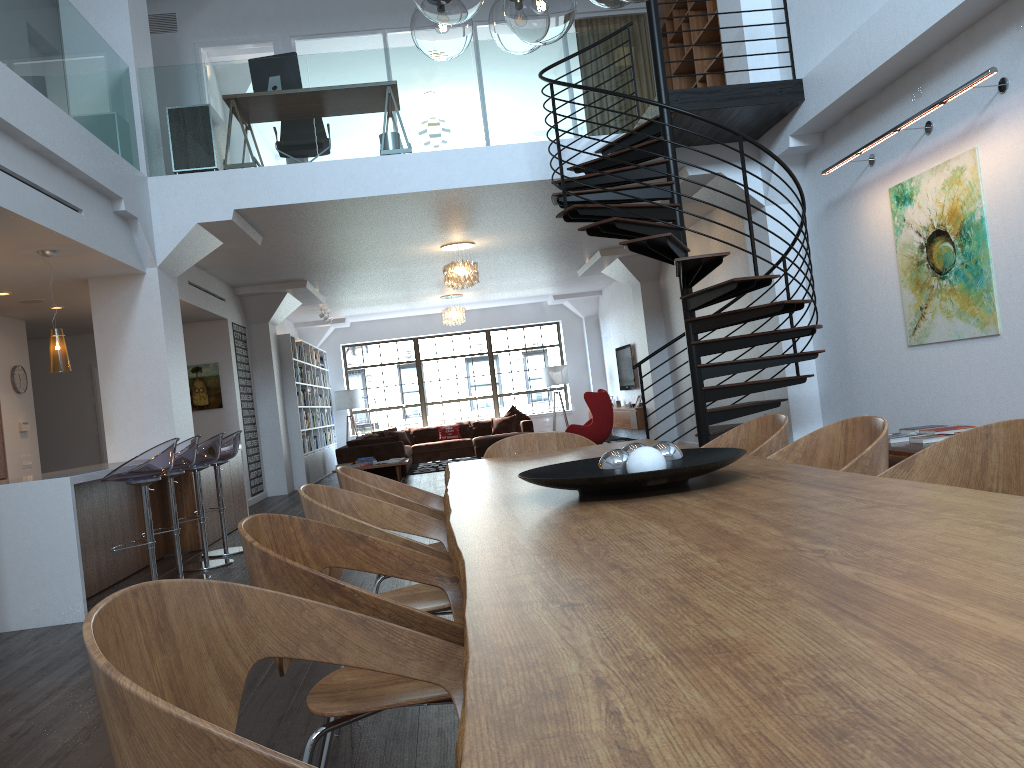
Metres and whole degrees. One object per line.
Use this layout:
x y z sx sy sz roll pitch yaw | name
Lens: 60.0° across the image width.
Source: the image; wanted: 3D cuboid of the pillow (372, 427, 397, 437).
-2.432 1.077 17.481 0.580 0.418 0.334 -6 -1 -32 | pillow

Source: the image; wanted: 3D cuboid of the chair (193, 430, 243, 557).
-2.476 0.922 7.509 0.481 1.014 0.530 -7 -1 -3 | chair

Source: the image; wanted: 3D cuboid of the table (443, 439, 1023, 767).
0.361 0.641 2.302 1.012 0.750 3.803 -7 -1 -5 | table

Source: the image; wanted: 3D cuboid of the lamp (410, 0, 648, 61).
0.000 -2.181 2.664 0.849 2.140 1.787 -7 -1 -6 | lamp

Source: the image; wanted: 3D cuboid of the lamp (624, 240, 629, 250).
1.521 -1.876 11.721 0.111 0.211 0.120 -7 -1 29 | lamp

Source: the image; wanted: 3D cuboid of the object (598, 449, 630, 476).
0.274 0.218 2.304 0.100 0.100 0.100 -7 -1 40 | object

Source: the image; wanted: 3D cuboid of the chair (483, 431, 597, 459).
0.194 0.650 4.221 0.629 0.833 0.618 -6 -1 -10 | chair

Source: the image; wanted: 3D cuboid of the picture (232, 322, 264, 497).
-3.675 0.353 12.377 0.021 2.380 0.800 -7 -1 -5 | picture

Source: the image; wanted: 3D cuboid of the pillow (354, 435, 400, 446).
-2.130 1.024 14.182 0.750 0.364 0.289 -7 -1 -6 | pillow

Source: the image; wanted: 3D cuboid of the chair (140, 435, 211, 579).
-2.387 0.891 6.245 0.481 1.014 0.530 -7 -1 -7 | chair

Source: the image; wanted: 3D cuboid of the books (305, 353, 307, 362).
-3.663 -0.440 15.508 0.139 0.191 0.036 -7 -1 -5 | books

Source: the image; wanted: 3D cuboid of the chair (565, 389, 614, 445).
1.186 0.602 13.686 0.801 1.006 0.798 -7 -1 20 | chair

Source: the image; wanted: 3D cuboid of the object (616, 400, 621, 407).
2.056 0.376 17.114 0.089 0.110 0.089 -7 -1 40 | object

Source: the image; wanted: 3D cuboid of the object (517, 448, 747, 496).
0.312 0.236 2.314 0.592 0.066 0.592 -8 -1 43 | object

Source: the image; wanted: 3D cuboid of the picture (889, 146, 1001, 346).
2.966 -0.896 6.152 0.010 1.200 1.095 -7 -1 -5 | picture

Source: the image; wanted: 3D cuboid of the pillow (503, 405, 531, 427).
0.015 0.712 17.784 0.651 0.587 0.335 -6 -1 -26 | pillow

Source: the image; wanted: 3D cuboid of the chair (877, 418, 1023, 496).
0.972 0.523 1.991 0.618 0.833 0.629 -7 -1 -5 | chair

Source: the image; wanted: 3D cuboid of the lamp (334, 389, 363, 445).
-3.310 0.913 18.289 0.545 1.579 0.545 -6 -1 -16 | lamp

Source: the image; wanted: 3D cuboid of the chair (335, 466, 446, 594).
-0.341 0.700 3.421 0.618 0.833 0.629 -7 -1 -7 | chair

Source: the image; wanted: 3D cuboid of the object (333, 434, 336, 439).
-3.744 1.082 17.936 0.331 0.088 0.410 -7 -1 -5 | object

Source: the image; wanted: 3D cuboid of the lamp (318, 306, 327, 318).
-3.323 -1.249 15.488 0.111 0.211 0.120 -7 -1 29 | lamp

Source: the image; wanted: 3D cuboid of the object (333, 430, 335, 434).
-3.762 0.996 17.936 0.316 0.088 0.410 -7 -1 -5 | object

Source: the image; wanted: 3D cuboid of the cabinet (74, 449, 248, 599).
-3.202 1.110 7.491 0.898 0.796 4.493 -7 -1 -5 | cabinet

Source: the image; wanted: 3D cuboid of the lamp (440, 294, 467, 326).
-1.067 -1.330 16.111 0.441 0.539 0.442 -7 -1 37 | lamp

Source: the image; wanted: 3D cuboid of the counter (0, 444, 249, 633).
-2.164 0.940 5.951 3.039 0.860 8.182 -6 -1 -34 | counter

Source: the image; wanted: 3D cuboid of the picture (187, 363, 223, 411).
-4.078 0.041 11.699 0.450 0.600 0.030 -7 -1 -5 | picture

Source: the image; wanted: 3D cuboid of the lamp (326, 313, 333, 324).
-3.407 -1.222 16.509 0.120 0.211 0.111 -6 -1 -31 | lamp

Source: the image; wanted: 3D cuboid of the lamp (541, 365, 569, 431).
0.968 0.417 18.554 0.545 1.579 0.545 -7 -1 6 | lamp

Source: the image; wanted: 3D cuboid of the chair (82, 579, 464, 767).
-0.166 0.642 1.117 0.618 0.833 0.629 -7 -1 -5 | chair

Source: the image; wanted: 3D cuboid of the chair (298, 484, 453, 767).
-0.294 0.682 2.642 0.618 0.833 0.629 -7 -1 -5 | chair

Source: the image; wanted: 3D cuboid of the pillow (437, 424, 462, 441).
-1.243 0.974 17.627 0.465 0.308 0.220 -7 -1 -9 | pillow

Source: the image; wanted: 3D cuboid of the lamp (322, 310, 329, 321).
-3.364 -1.236 15.992 0.111 0.211 0.120 -8 -1 44 | lamp

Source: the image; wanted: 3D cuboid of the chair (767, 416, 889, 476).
0.890 0.545 2.751 0.618 0.833 0.629 -7 -1 -3 | chair

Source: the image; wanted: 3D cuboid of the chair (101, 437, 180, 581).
-2.307 0.871 5.618 0.481 1.014 0.530 -7 -1 -3 | chair

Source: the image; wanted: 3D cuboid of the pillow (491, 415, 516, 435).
-0.166 0.813 17.601 0.542 0.362 0.248 -7 -1 16 | pillow

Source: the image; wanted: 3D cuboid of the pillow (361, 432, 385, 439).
-2.195 0.993 14.444 0.559 0.411 0.269 -7 -1 41 | pillow

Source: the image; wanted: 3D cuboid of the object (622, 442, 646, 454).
0.333 0.207 2.383 0.100 0.100 0.100 -7 -1 40 | object

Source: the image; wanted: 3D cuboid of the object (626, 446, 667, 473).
0.337 0.206 2.223 0.100 0.100 0.100 -7 -1 40 | object

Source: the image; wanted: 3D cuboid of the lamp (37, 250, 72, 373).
-2.694 -1.056 7.703 0.149 1.807 2.842 -7 -1 34 | lamp

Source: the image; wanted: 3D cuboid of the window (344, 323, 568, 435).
-1.188 -0.113 19.105 4.648 1.905 0.114 -7 -1 -5 | window

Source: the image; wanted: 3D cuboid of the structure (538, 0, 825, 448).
1.360 -1.209 7.193 1.998 4.352 1.998 -6 -1 -44 | structure

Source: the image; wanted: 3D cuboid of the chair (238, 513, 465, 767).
-0.230 0.662 1.882 0.618 0.833 0.629 -7 -1 -5 | chair

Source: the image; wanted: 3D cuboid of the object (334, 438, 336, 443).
-3.734 1.170 17.934 0.331 0.088 0.410 -7 -1 -5 | object

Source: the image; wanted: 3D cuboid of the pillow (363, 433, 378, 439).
-2.417 1.064 15.857 0.325 0.391 0.625 -7 -1 11 | pillow

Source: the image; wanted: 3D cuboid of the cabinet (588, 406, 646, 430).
2.027 0.599 16.404 0.459 0.350 4.501 -7 -1 -5 | cabinet

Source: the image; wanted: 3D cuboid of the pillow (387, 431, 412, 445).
-2.233 1.070 17.400 0.489 0.337 0.238 -6 -1 -35 | pillow

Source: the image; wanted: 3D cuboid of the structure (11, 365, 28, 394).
-5.283 -0.048 9.510 0.040 0.300 0.300 -7 -1 -5 | structure

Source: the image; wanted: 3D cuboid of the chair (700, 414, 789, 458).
0.832 0.563 3.516 0.617 0.830 0.629 -7 -1 -5 | chair

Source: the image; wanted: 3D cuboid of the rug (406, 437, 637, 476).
0.227 1.248 15.619 4.200 0.007 3.100 -7 -1 -3 | rug

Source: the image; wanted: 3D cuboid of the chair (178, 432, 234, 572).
-2.424 0.906 6.881 0.481 1.014 0.530 -7 -1 -7 | chair

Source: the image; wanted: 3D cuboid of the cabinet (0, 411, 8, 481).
-5.282 0.486 6.408 0.598 2.499 5.299 -7 -1 -5 | cabinet

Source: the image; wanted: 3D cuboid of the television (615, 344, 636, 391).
2.087 -0.293 16.368 0.013 0.816 1.324 -7 -1 -5 | television

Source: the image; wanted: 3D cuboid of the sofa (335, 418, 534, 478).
-1.195 1.089 16.016 3.481 0.664 4.197 -7 -1 -5 | sofa

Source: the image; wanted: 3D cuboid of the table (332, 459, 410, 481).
-2.096 1.350 13.388 1.100 0.271 0.853 -7 -1 -5 | table

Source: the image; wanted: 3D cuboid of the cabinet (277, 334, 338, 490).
-3.713 0.501 15.928 0.461 2.414 4.500 -7 -1 -5 | cabinet

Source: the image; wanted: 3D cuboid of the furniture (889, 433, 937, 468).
2.713 0.571 5.663 0.907 0.453 1.819 -7 -1 -5 | furniture

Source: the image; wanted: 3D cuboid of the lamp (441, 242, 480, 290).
-0.647 -1.461 11.069 0.441 0.539 0.442 -7 -1 37 | lamp

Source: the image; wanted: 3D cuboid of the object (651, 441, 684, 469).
0.397 0.198 2.304 0.100 0.100 0.100 -7 -1 40 | object
